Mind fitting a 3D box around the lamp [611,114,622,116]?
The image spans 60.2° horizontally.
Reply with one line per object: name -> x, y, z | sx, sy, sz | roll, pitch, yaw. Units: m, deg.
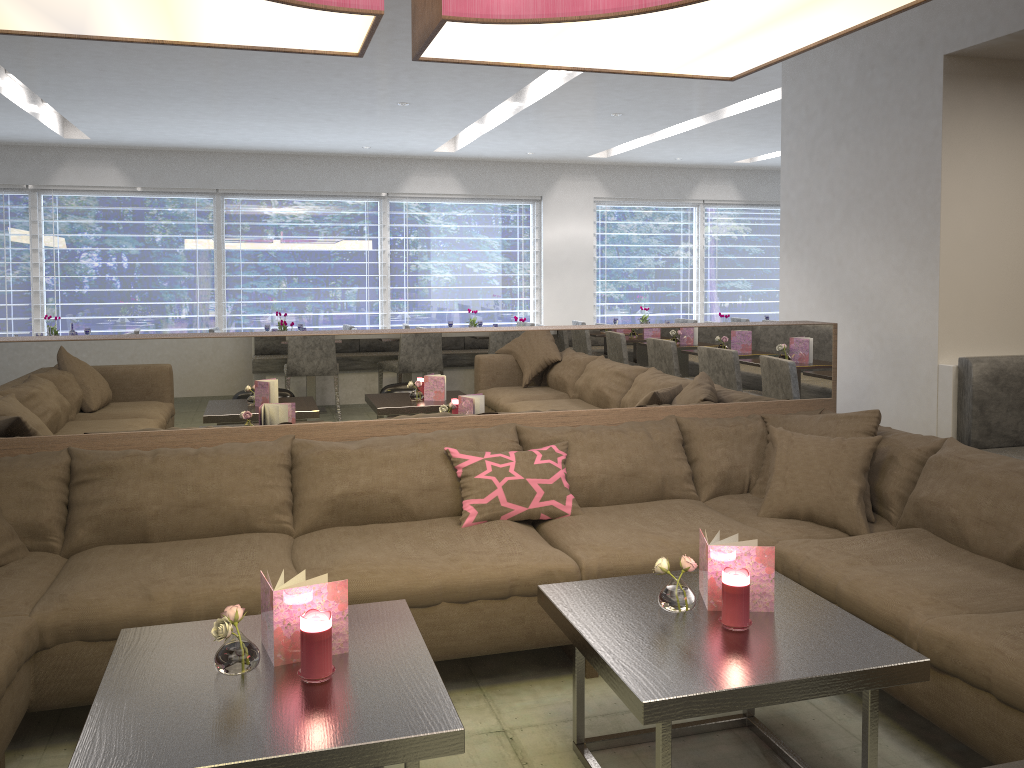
lamp -> 0.837, -2.162, 7.106 | 0.089, 0.007, 0.089 | 4, 8, 29

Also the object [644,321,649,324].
object -> 1.274, -0.526, 8.383 | 0.053, 0.138, 0.053 | 2, 4, 32

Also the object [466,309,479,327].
object -> -0.363, -0.556, 8.111 | 0.104, 0.275, 0.155 | -1, 4, -19

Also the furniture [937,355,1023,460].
furniture -> 1.873, 0.662, 1.021 | 4.258, 0.849, 5.680 | -2, 7, -16

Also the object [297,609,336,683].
object -> -0.395, 0.526, 1.783 | 0.076, 0.128, 0.076 | -4, 5, -43

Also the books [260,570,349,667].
books -> -0.448, 0.502, 1.882 | 0.258, 0.164, 0.143 | 4, 6, 38

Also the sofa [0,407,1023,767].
sofa -> 0.021, 0.669, 1.756 | 3.767, 0.672, 3.198 | -2, 7, -16

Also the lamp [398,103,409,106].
lamp -> -0.815, -2.097, 6.631 | 0.089, 0.007, 0.089 | 4, 8, 29

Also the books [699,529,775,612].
books -> 0.554, 0.461, 2.189 | 0.157, 0.164, 0.144 | 0, 5, 4

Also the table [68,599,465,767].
table -> -0.490, 0.793, 1.812 | 0.658, 0.410, 0.661 | -2, 6, -16

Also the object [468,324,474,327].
object -> -0.368, -0.462, 7.911 | 0.053, 0.138, 0.053 | 1, 4, 26

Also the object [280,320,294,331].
object -> -1.569, -0.313, 6.186 | 0.104, 0.275, 0.155 | -1, 4, -19

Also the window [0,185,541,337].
window -> -3.099, -1.019, 9.391 | 7.104, 2.065, 0.159 | -2, 3, -16

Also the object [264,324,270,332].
object -> -2.221, -0.471, 8.029 | 0.053, 0.138, 0.053 | 2, 4, 32

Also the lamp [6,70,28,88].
lamp -> -3.579, -2.287, 6.587 | 0.226, 0.101, 0.491 | -2, 7, -16

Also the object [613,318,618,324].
object -> 1.052, -0.598, 8.969 | 0.053, 0.138, 0.053 | 2, 4, 32

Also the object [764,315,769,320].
object -> 2.743, -0.671, 9.516 | 0.053, 0.138, 0.053 | 2, 4, 32

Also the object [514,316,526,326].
object -> 0.057, -0.376, 6.653 | 0.104, 0.275, 0.155 | -1, 4, -19

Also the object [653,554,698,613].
object -> 0.396, 0.478, 2.142 | 0.102, 0.131, 0.092 | 3, 5, 39

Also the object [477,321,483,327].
object -> -0.310, -0.545, 8.578 | 0.053, 0.138, 0.053 | 1, 4, 26

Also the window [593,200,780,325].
window -> 2.668, -1.243, 11.047 | 3.660, 2.065, 0.159 | -2, 3, -16

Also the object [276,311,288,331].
object -> -1.989, -0.492, 7.643 | 0.104, 0.275, 0.155 | -1, 4, -19

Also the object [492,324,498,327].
object -> -0.151, -0.477, 8.024 | 0.053, 0.138, 0.053 | 1, 4, 26

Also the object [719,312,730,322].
object -> 1.701, -0.440, 7.125 | 0.104, 0.275, 0.155 | -1, 4, -19

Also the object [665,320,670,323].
object -> 1.492, -0.541, 8.496 | 0.053, 0.138, 0.053 | 2, 4, 32

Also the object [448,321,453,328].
object -> -0.591, -0.534, 8.497 | 0.053, 0.138, 0.053 | 1, 4, 26

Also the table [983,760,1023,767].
table -> 0.754, 0.876, 1.112 | 0.658, 0.410, 0.661 | -2, 6, -16

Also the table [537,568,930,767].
table -> 0.473, 0.756, 2.089 | 0.658, 0.410, 0.661 | -2, 6, -16

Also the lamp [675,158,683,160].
lamp -> 1.853, -2.503, 9.827 | 0.089, 0.007, 0.089 | 4, 8, 29

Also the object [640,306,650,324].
object -> 1.281, -0.619, 8.583 | 0.104, 0.275, 0.155 | -1, 4, -19

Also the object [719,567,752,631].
object -> 0.515, 0.492, 2.034 | 0.076, 0.128, 0.076 | -4, 5, -43

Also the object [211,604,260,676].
object -> -0.570, 0.523, 1.815 | 0.101, 0.129, 0.095 | -3, 5, -33

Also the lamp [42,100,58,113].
lamp -> -3.887, -2.419, 7.656 | 0.226, 0.101, 0.491 | -2, 7, -16

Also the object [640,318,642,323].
object -> 1.332, -0.609, 9.050 | 0.053, 0.138, 0.053 | 2, 4, 32
